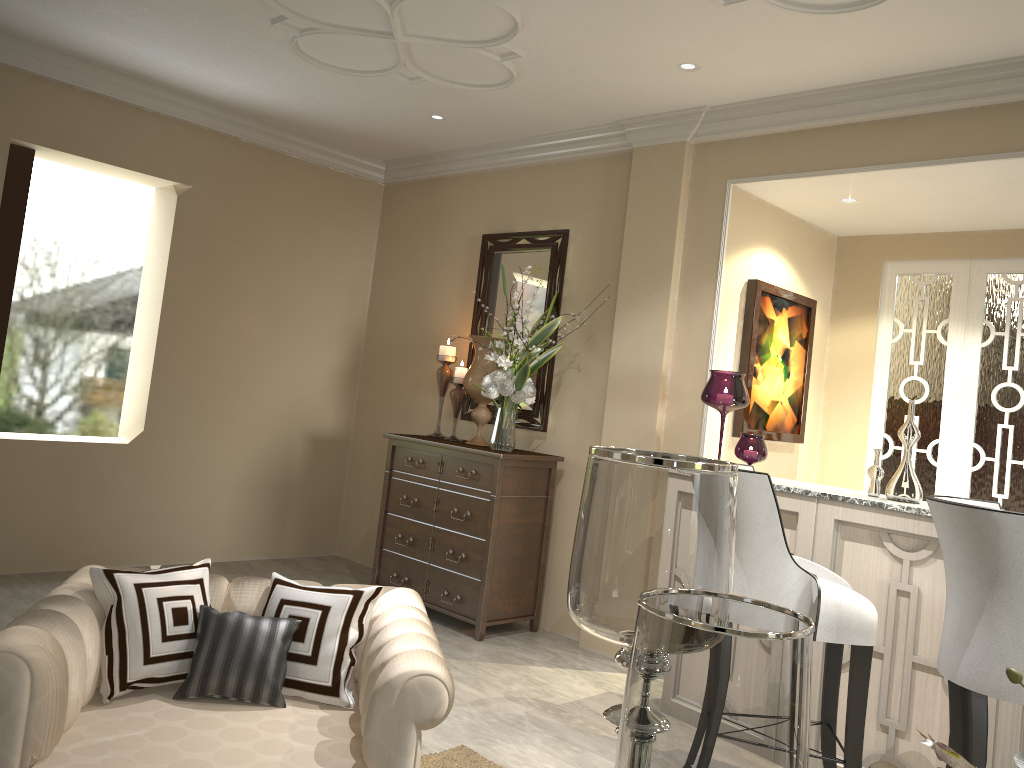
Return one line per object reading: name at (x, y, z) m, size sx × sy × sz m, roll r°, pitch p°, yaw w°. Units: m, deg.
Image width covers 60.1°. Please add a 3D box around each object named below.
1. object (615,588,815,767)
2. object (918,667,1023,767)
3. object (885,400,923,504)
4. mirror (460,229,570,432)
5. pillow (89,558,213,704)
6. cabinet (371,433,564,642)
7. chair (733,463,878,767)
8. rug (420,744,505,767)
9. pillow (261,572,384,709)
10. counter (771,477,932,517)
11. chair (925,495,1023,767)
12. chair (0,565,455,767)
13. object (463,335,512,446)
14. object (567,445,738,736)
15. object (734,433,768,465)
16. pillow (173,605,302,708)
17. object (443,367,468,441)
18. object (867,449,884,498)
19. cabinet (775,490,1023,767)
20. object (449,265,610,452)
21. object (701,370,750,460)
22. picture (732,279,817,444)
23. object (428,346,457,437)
object at (0.250, 0.545, 1.144) m, size 0.237 × 0.506 × 0.235 m, roll 4°, pitch -4°, yaw 41°
object at (0.640, 0.558, 0.852) m, size 0.548 × 0.476 × 0.508 m, roll 5°, pitch -3°, yaw 45°
object at (1.276, 0.217, 2.855) m, size 0.109 × 0.331 × 0.109 m, roll 10°, pitch -5°, yaw -41°
mirror at (0.012, -0.282, 4.502) m, size 0.601 × 0.997 × 0.035 m, roll 4°, pitch -5°, yaw 44°
pillow at (-0.765, 0.525, 1.928) m, size 0.185 × 0.252 × 0.282 m, roll 5°, pitch -3°, yaw 37°
cabinet at (-0.243, 0.695, 4.233) m, size 0.825 × 0.815 × 0.425 m, roll 4°, pitch -4°, yaw 44°
chair at (0.735, 0.724, 2.490) m, size 0.542 × 0.954 × 0.456 m, roll 6°, pitch -3°, yaw 9°
rug at (0.006, 1.072, 0.651) m, size 2.976 × 0.022 × 2.659 m, roll 6°, pitch -1°, yaw 44°
pillow at (-0.457, 0.582, 2.015) m, size 0.300 × 0.270 × 0.197 m, roll 6°, pitch -3°, yaw 14°
counter at (1.536, 0.417, 2.595) m, size 2.343 × 0.021 × 0.377 m, roll 6°, pitch -1°, yaw 44°
chair at (1.208, 0.773, 2.035) m, size 0.542 × 0.954 × 0.455 m, roll 6°, pitch -3°, yaw 19°
chair at (-0.602, 0.745, 1.864) m, size 0.848 × 0.554 × 0.709 m, roll 7°, pitch -2°, yaw -11°
object at (-0.136, 0.035, 4.335) m, size 0.222 × 0.524 × 0.220 m, roll 4°, pitch -4°, yaw 39°
object at (0.203, 0.453, 1.399) m, size 0.249 × 0.685 × 0.251 m, roll 10°, pitch -5°, yaw -41°
object at (0.898, 0.265, 3.330) m, size 0.119 × 0.155 × 0.119 m, roll 9°, pitch -4°, yaw -41°
pillow at (-0.580, 0.586, 1.895) m, size 0.251 × 0.187 × 0.128 m, roll 7°, pitch -3°, yaw -9°
object at (-0.275, 0.095, 4.456) m, size 0.103 × 0.375 × 0.102 m, roll 4°, pitch -4°, yaw 34°
object at (1.197, 0.294, 2.916) m, size 0.051 × 0.161 × 0.051 m, roll 4°, pitch -5°, yaw 39°
cabinet at (1.468, 0.851, 2.577) m, size 2.262 × 0.857 × 0.349 m, roll 5°, pitch -3°, yaw 44°
object at (0.051, -0.112, 4.102) m, size 0.603 × 0.855 × 0.562 m, roll 9°, pitch -4°, yaw -33°
object at (0.817, 0.142, 3.429) m, size 0.180 × 0.382 × 0.181 m, roll 10°, pitch -4°, yaw -41°
picture at (1.214, -0.087, 4.059) m, size 0.049 × 0.695 × 0.593 m, roll 3°, pitch -4°, yaw 44°
object at (-0.355, 0.033, 4.543) m, size 0.103 × 0.472 × 0.102 m, roll 4°, pitch -5°, yaw 34°
